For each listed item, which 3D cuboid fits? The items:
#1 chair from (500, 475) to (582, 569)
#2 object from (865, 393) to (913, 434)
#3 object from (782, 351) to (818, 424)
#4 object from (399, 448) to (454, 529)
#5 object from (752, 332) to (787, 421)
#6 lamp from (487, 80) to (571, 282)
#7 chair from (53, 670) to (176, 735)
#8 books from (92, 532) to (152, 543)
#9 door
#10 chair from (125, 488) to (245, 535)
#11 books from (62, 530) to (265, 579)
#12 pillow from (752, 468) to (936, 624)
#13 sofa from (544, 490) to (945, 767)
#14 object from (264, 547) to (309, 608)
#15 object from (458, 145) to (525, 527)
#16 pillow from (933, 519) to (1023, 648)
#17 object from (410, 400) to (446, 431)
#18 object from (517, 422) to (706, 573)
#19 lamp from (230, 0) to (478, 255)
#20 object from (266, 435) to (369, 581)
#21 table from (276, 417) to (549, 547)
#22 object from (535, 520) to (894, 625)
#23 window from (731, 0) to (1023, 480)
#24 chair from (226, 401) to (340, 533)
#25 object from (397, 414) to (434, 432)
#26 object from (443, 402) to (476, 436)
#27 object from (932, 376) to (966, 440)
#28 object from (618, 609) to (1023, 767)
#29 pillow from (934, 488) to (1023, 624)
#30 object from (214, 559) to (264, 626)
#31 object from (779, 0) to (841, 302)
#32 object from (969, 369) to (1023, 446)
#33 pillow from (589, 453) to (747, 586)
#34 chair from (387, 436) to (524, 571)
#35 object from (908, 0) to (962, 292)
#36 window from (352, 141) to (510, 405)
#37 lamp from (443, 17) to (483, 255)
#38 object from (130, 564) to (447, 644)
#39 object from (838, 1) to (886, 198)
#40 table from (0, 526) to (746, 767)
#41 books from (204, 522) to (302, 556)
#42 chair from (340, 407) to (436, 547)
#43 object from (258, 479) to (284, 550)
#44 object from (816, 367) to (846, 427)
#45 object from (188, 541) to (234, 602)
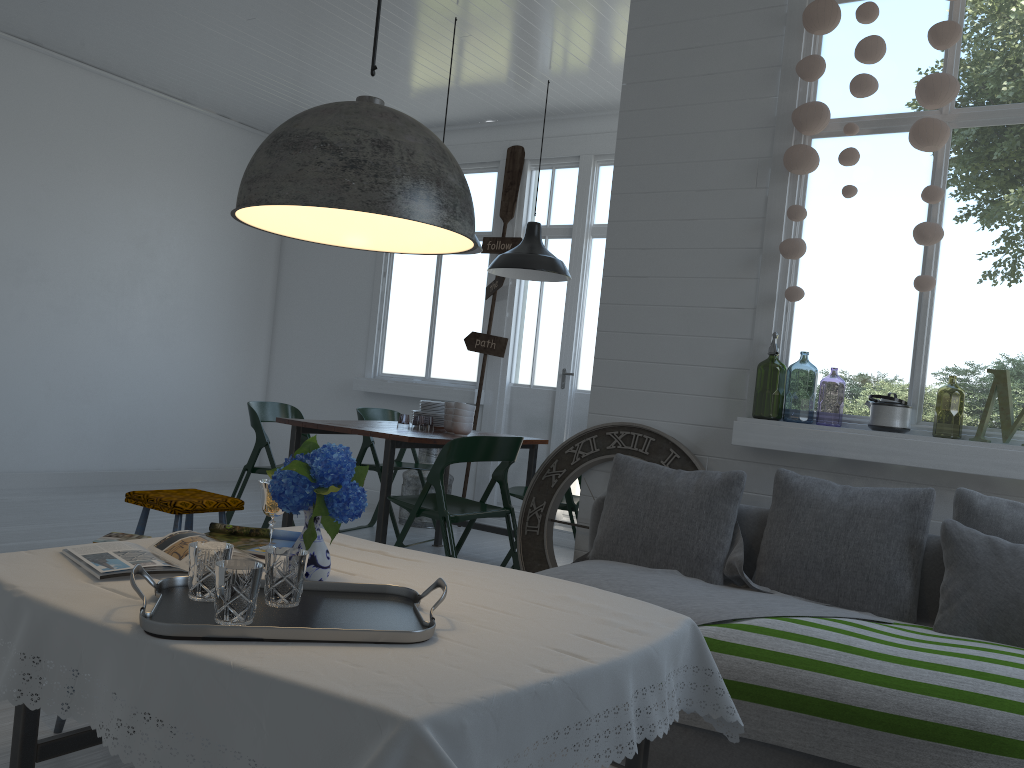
[{"bbox_3d":[0.296,0.830,5.848,0.730,1.007,0.651,6,0,13],"label":"chair"},{"bbox_3d":[1.661,0.125,3.908,0.186,0.174,0.208,6,0,14],"label":"object"},{"bbox_3d":[1.340,0.017,4.111,0.137,0.335,0.137,6,1,40],"label":"object"},{"bbox_3d":[-0.738,0.871,7.752,0.450,0.725,0.451,6,0,13],"label":"object"},{"bbox_3d":[1.220,-0.038,4.172,0.136,0.415,0.136,6,1,30],"label":"object"},{"bbox_3d":[0.207,-1.578,6.785,0.650,1.499,0.650,6,0,-12],"label":"lamp"},{"bbox_3d":[-1.233,0.865,3.019,0.419,0.563,0.419,6,0,3],"label":"chair"},{"bbox_3d":[-1.309,0.529,2.982,0.133,0.022,0.189,6,0,-6],"label":"books"},{"bbox_3d":[0.462,-0.397,7.552,1.608,3.481,0.254,6,1,33],"label":"door"},{"bbox_3d":[-1.658,0.833,4.436,0.419,0.563,0.419,6,0,33],"label":"chair"},{"bbox_3d":[-0.877,0.428,2.265,0.423,0.049,0.300,6,-1,-42],"label":"books"},{"bbox_3d":[1.327,0.637,3.581,0.640,0.520,0.280,6,0,34],"label":"pillow"},{"bbox_3d":[0.904,0.955,2.046,3.391,0.899,3.410,6,0,33],"label":"sofa"},{"bbox_3d":[-0.499,0.425,1.948,0.095,0.119,0.096,6,0,18],"label":"object"},{"bbox_3d":[-0.192,-0.444,7.833,0.362,3.421,0.412,6,1,-24],"label":"object"},{"bbox_3d":[1.759,0.736,3.113,0.277,0.445,0.527,6,0,-42],"label":"pillow"},{"bbox_3d":[-0.541,0.217,6.076,0.300,0.195,0.305,6,0,-20],"label":"object"},{"bbox_3d":[0.499,0.758,4.463,1.111,1.138,0.585,6,0,18],"label":"object"},{"bbox_3d":[-0.280,-1.391,2.183,0.600,2.045,0.601,6,0,4],"label":"lamp"},{"bbox_3d":[-0.472,0.312,2.164,0.236,0.377,0.266,6,0,35],"label":"object"},{"bbox_3d":[-0.634,0.759,5.927,1.170,0.930,1.696,6,0,31],"label":"table"},{"bbox_3d":[0.431,0.926,3.599,1.685,0.924,1.211,6,0,-16],"label":"object"},{"bbox_3d":[1.837,-0.839,3.863,1.481,2.398,0.254,6,1,33],"label":"window"},{"bbox_3d":[-1.530,0.647,6.083,0.730,1.007,0.651,6,0,13],"label":"chair"},{"bbox_3d":[-0.623,0.254,5.811,0.172,0.098,0.241,6,0,37],"label":"object"},{"bbox_3d":[-0.347,0.223,5.779,0.150,0.216,0.309,6,0,-24],"label":"object"},{"bbox_3d":[1.860,0.100,3.768,0.111,0.270,0.110,5,1,-39],"label":"object"},{"bbox_3d":[1.274,1.072,2.914,3.161,0.473,1.044,6,0,34],"label":"object"},{"bbox_3d":[1.900,0.695,3.188,0.638,0.561,0.279,6,0,34],"label":"pillow"},{"bbox_3d":[-0.551,0.419,1.776,0.096,0.119,0.095,6,0,-32],"label":"object"},{"bbox_3d":[1.373,-1.079,4.133,0.193,1.405,0.197,6,1,-6],"label":"object"},{"bbox_3d":[2.069,0.101,3.626,0.330,0.311,0.052,6,0,43],"label":"object"},{"bbox_3d":[0.671,0.602,3.903,0.638,0.522,0.279,6,0,33],"label":"pillow"},{"bbox_3d":[-0.309,0.761,4.923,0.729,1.007,0.652,6,0,33],"label":"chair"},{"bbox_3d":[1.831,-1.106,3.838,0.200,1.427,0.197,6,1,44],"label":"object"},{"bbox_3d":[-0.764,-1.066,8.401,1.481,2.398,0.254,6,1,33],"label":"window"},{"bbox_3d":[-0.440,-1.652,5.800,0.649,1.499,0.650,6,0,30],"label":"lamp"},{"bbox_3d":[-0.466,0.452,1.896,0.651,0.092,0.398,6,0,-14],"label":"object"},{"bbox_3d":[1.591,-1.379,4.007,0.153,1.089,0.150,6,1,-21],"label":"object"},{"bbox_3d":[-0.453,0.855,2.187,1.669,0.725,1.328,6,0,35],"label":"table"},{"bbox_3d":[-0.772,0.447,2.557,0.300,0.043,0.229,6,0,7],"label":"books"},{"bbox_3d":[-0.942,0.714,6.981,0.730,1.007,0.652,6,0,23],"label":"chair"},{"bbox_3d":[-0.673,0.370,2.496,0.098,0.192,0.098,6,0,-36],"label":"object"},{"bbox_3d":[1.451,0.060,4.028,0.111,0.270,0.110,5,1,-39],"label":"object"},{"bbox_3d":[-0.660,0.409,1.933,0.096,0.119,0.095,6,0,-32],"label":"object"}]
